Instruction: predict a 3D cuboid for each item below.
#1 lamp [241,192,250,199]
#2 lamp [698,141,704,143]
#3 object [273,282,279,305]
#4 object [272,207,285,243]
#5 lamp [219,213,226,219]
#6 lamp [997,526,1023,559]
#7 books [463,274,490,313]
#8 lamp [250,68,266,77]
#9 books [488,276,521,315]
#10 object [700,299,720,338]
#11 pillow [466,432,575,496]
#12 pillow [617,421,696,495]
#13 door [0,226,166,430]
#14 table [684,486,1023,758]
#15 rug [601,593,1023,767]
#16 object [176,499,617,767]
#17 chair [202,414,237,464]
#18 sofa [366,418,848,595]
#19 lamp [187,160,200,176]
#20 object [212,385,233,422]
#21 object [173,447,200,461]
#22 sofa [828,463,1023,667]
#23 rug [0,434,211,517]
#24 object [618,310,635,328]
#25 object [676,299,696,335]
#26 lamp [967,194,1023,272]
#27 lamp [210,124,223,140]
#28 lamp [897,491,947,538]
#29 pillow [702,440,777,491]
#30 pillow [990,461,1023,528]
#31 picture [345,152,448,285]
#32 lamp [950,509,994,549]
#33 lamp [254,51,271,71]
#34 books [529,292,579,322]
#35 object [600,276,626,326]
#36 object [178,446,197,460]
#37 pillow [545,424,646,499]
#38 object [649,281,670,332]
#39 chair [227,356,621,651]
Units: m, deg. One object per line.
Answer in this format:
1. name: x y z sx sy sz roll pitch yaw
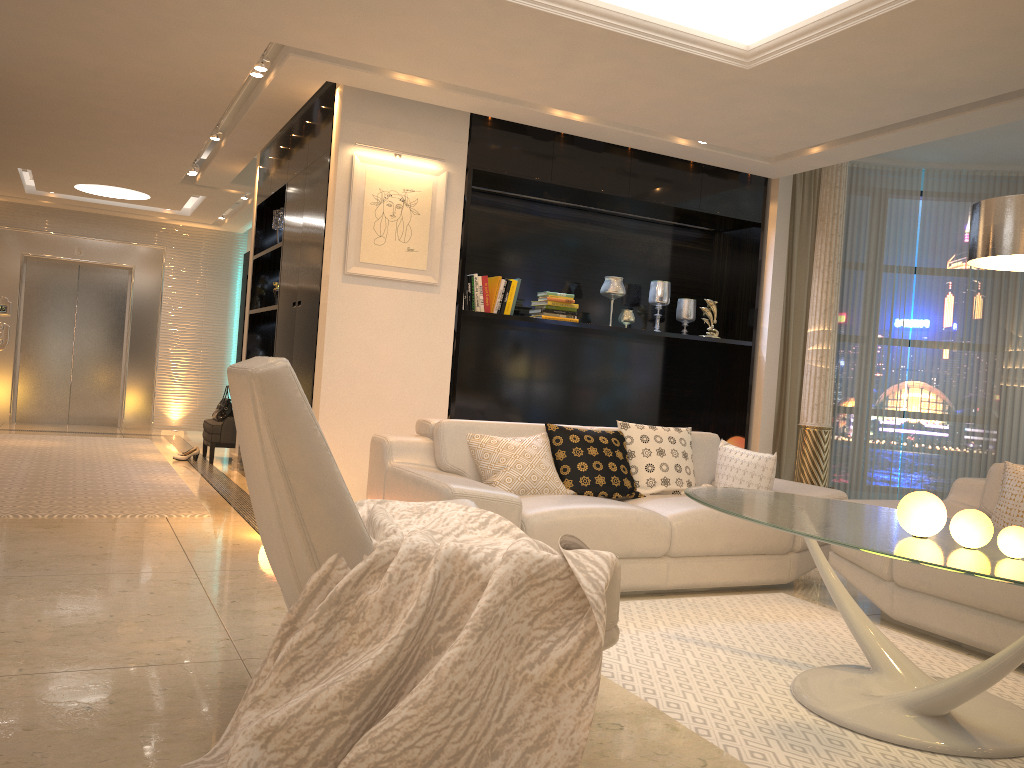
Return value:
1. lamp: -2.818 -2.012 9.345 0.107 0.127 0.107 5 0 45
2. lamp: 1.284 -1.673 5.919 0.107 0.127 0.107 5 0 45
3. object: -1.941 -0.790 7.430 0.176 0.361 0.079 5 0 45
4. object: -1.863 -1.252 7.170 0.155 0.347 0.155 5 0 44
5. lamp: -3.533 -2.073 10.798 0.107 0.127 0.107 5 0 45
6. lamp: 1.420 0.446 2.502 0.090 0.091 0.090 4 0 24
7. books: -0.287 -0.612 5.947 0.240 0.270 0.208 4 0 -26
8. lamp: -1.514 -1.892 5.275 0.107 0.127 0.107 5 0 45
9. books: -0.081 -0.593 6.053 0.210 0.261 0.212 4 0 -26
10. object: 1.510 -0.494 6.759 0.182 0.293 0.116 4 0 -29
11. pillow: 0.043 0.412 4.475 0.521 0.329 0.351 4 0 -26
12. pillow: 0.842 0.420 4.927 0.526 0.399 0.255 4 0 -26
13. door: -2.109 -6.191 1.744 83.408 24.296 83.408 4 0 -5
14. table: 1.309 0.764 2.883 0.999 0.565 2.140 4 0 -27
15. rug: 1.289 1.059 2.858 1.661 0.020 2.900 4 0 -27
16. object: -0.215 0.654 2.422 0.972 0.580 1.347 4 0 11
17. chair: -2.581 0.292 8.528 0.702 0.898 0.625 4 0 -25
18. sofa: 0.510 0.618 4.673 2.328 0.754 1.145 4 0 -26
19. lamp: -2.976 -2.018 8.267 0.107 0.127 0.235 4 0 -26
20. object: -2.746 0.182 8.456 0.168 0.345 0.366 4 0 -27
21. object: -3.018 0.646 8.222 0.235 0.135 0.084 4 0 -24
22. sofa: 2.535 0.777 3.492 1.145 0.754 2.328 4 0 -26
23. rug: -3.624 0.665 7.346 1.526 0.015 5.025 4 0 -26
24. object: 0.852 -0.472 6.594 0.119 0.154 0.119 4 0 -17
25. object: 1.363 -0.504 6.962 0.147 0.317 0.147 4 0 -24
26. lamp: 2.502 -0.112 3.436 2.009 2.519 0.393 4 0 -26
27. lamp: -2.303 -1.960 6.892 0.107 0.127 0.107 5 0 45
28. lamp: 1.285 0.408 2.781 0.143 0.143 0.143 4 0 -42
29. pillow: 1.211 0.477 4.827 0.281 0.325 0.521 4 0 -17
30. pillow: 2.365 0.558 3.994 0.222 0.380 0.463 4 0 -22
31. picture: -0.709 -1.008 5.469 0.610 0.729 0.027 4 0 -26
32. lamp: 1.360 0.429 2.626 0.115 0.115 0.115 4 0 -1
33. lamp: -1.458 -1.887 5.159 0.107 0.127 0.107 5 0 45
34. books: 0.303 -0.536 6.271 0.296 0.197 0.260 4 0 -24
35. object: 0.738 -0.594 6.546 0.181 0.381 0.181 4 0 -32
36. object: -3.067 0.642 8.409 0.235 0.135 0.084 4 0 22
37. pillow: 0.450 0.407 4.686 0.524 0.355 0.323 4 0 -26
38. object: 1.133 -0.576 6.853 0.156 0.426 0.156 4 0 -21
39. chair: -0.339 0.446 2.582 0.983 0.991 1.027 4 0 -27
